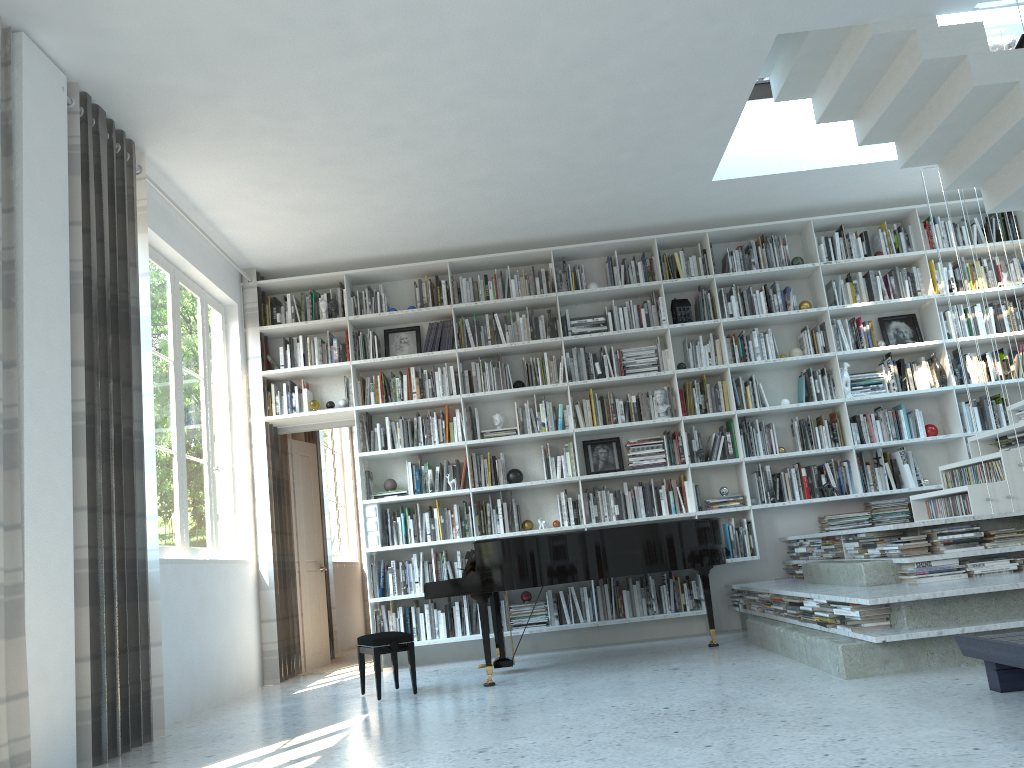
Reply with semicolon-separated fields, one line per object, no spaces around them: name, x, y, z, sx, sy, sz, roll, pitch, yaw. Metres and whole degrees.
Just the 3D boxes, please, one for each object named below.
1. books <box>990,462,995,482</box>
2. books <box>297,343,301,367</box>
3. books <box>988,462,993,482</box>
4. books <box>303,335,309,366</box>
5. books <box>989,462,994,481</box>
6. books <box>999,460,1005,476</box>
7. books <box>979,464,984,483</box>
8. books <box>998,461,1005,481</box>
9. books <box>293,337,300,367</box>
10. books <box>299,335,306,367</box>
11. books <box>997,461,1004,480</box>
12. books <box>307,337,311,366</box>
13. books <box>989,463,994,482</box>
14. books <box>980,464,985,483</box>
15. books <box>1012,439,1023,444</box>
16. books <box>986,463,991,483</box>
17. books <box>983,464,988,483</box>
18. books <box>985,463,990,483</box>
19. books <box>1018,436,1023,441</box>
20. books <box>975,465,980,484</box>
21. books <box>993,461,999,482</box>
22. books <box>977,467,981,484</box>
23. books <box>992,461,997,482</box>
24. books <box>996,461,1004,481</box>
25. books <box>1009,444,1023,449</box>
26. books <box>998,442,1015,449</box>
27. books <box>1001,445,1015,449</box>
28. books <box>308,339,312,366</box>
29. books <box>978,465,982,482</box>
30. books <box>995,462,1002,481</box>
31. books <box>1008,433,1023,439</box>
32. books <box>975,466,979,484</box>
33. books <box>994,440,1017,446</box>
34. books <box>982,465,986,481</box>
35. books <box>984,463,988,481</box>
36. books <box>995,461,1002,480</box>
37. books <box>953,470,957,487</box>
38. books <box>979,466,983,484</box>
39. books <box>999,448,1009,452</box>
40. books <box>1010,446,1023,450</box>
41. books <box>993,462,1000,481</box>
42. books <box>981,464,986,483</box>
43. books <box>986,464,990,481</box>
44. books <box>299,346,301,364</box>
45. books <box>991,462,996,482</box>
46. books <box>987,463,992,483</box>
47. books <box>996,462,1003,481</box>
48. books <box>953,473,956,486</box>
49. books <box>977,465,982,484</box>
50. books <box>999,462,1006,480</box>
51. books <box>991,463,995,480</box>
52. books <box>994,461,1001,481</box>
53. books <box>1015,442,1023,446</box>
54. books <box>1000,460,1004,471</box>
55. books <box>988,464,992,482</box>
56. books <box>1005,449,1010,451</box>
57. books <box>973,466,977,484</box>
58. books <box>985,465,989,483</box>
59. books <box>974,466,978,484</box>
books;2.972;0.527;5.370;0.125;0.125;0.008;-6;-11;1
books;-1.718;-0.202;7.237;0.024;0.238;0.156;-6;-11;1
books;2.973;0.532;5.394;0.125;0.125;0.010;-6;-11;1
books;-1.660;-0.236;7.235;0.037;0.291;0.156;-6;-11;1
books;2.972;0.529;5.378;0.125;0.125;0.008;-6;-11;1
books;2.968;0.504;5.251;0.125;0.123;0.036;-6;-11;1
books;2.976;0.554;5.502;0.125;0.125;0.012;-6;-11;1
books;2.969;0.507;5.267;0.125;0.123;0.035;-6;-11;1
books;-1.746;-0.223;7.243;0.028;0.287;0.133;-6;-11;1
books;-1.689;-0.234;7.216;0.021;0.285;0.179;-6;-11;1
books;2.969;0.509;5.274;0.125;0.123;0.036;-6;-11;1
books;-1.634;-0.230;7.225;0.013;0.268;0.162;-6;-11;1
books;2.972;0.530;5.387;0.125;0.125;0.010;-6;-11;1
books;2.976;0.552;5.492;0.125;0.125;0.018;-6;-11;1
books;3.345;0.363;5.711;0.189;0.012;0.155;-7;-12;4
books;2.973;0.536;5.415;0.125;0.125;0.008;-6;-11;1
books;2.975;0.544;5.456;0.125;0.125;0.008;-6;-11;1
books;2.974;0.539;5.429;0.125;0.125;0.007;-6;-11;1
books;3.368;0.338;5.715;0.133;0.017;0.179;-7;-12;4
books;2.978;0.564;5.553;0.125;0.125;0.009;-6;-11;1
books;2.971;0.521;5.339;0.125;0.125;0.011;-6;-11;1
books;2.978;0.562;5.542;0.125;0.125;0.016;-6;-11;1
books;2.971;0.522;5.348;0.125;0.125;0.008;-6;-11;1
books;2.969;0.511;5.282;0.125;0.123;0.035;-6;-11;1
books;3.349;0.388;5.706;0.184;0.013;0.226;-6;-12;-2
books;3.370;0.402;5.930;0.140;0.022;0.181;-5;-12;-6
books;3.379;0.417;5.927;0.132;0.010;0.198;-7;-12;4
books;-1.620;-0.222;7.222;0.012;0.248;0.192;-6;-11;1
books;2.977;0.558;5.520;0.125;0.125;0.009;-6;-11;1
books;2.970;0.515;5.305;0.125;0.122;0.037;-6;-11;1
books;3.342;0.325;5.718;0.177;0.014;0.194;-5;-12;-5
books;2.978;0.566;5.563;0.125;0.125;0.011;-6;-11;1
books;3.362;0.388;5.933;0.159;0.009;0.208;-6;-12;-3
books;2.975;0.547;5.470;0.125;0.125;0.007;-6;-11;1
books;2.974;0.543;5.447;0.125;0.125;0.010;-6;-11;1
books;2.970;0.513;5.297;0.125;0.123;0.034;-6;-11;1
books;2.988;0.626;5.853;0.125;0.125;0.007;-6;-11;1
books;2.977;0.556;5.512;0.125;0.125;0.007;-6;-11;1
books;3.373;0.430;5.925;0.145;0.015;0.166;-5;-12;-5
books;3.351;0.403;5.703;0.175;0.016;0.208;-5;-12;-5
books;2.971;0.518;5.321;0.125;0.123;0.034;-6;-11;1
books;2.975;0.549;5.478;0.125;0.125;0.009;-6;-11;1
books;2.974;0.538;5.422;0.125;0.125;0.007;-6;-11;1
books;-1.700;-0.192;7.224;0.010;0.208;0.165;-6;-11;1
books;2.971;0.524;5.356;0.125;0.125;0.007;-6;-11;1
books;2.973;0.535;5.408;0.125;0.125;0.008;-6;-11;1
books;2.970;0.512;5.290;0.125;0.123;0.034;-6;-11;1
books;2.988;0.627;5.861;0.125;0.125;0.010;-6;-11;1
books;2.977;0.559;5.528;0.125;0.125;0.013;-6;-11;1
books;2.969;0.506;5.259;0.125;0.123;0.034;-6;-11;1
books;2.972;0.525;5.363;0.125;0.125;0.008;-6;-11;1
books;2.970;0.517;5.313;0.125;0.123;0.035;-6;-11;1
books;3.360;0.374;5.708;0.150;0.013;0.220;-8;-12;6
books;2.968;0.502;5.243;0.125;0.123;0.034;-6;-11;1
books;2.973;0.533;5.401;0.125;0.125;0.009;-6;-11;1
books;3.361;0.445;5.922;0.159;0.012;0.226;-8;-12;8
books;2.979;0.570;5.582;0.125;0.125;0.013;-6;-11;1
books;2.974;0.541;5.437;0.125;0.125;0.009;-6;-11;1
books;2.978;0.568;5.573;0.125;0.125;0.009;-6;-11;1
